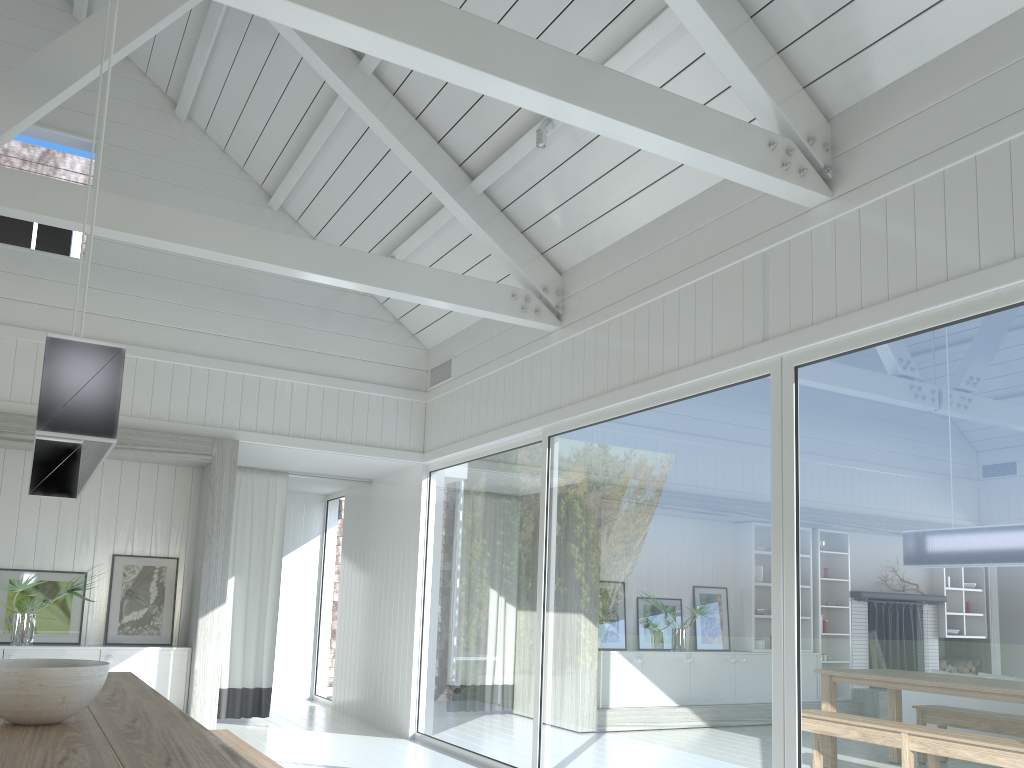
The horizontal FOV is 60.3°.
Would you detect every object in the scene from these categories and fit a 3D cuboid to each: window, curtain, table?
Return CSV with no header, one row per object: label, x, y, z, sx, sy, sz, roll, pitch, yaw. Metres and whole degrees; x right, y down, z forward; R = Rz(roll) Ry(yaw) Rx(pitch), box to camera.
window,-2.064,2.441,10.119,0.038,2.390,0.956,7,-10,-28
curtain,-2.674,1.940,8.311,1.012,2.334,0.117,7,-10,-28
table,-1.707,1.532,3.115,0.911,0.750,2.985,8,-15,-28
window,1.826,0.832,3.133,0.081,2.381,11.063,7,-14,-28

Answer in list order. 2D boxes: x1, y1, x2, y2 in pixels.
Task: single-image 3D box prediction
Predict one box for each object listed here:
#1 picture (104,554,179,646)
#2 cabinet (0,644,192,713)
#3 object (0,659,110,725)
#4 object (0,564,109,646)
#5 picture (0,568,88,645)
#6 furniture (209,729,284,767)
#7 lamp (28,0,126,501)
picture,-2.927,1.714,6.987,0.498,0.693,0.066,8,-10,-29
cabinet,-4.031,2.140,6.325,3.202,0.542,0.661,10,-14,-28
object,-1.501,0.981,2.804,0.393,0.182,0.393,12,-16,-37
object,-3.453,1.576,6.370,0.978,0.619,0.629,10,-13,-31
picture,-3.561,1.681,6.643,0.613,0.544,0.054,8,-10,-29
furniture,-1.034,1.791,3.460,0.342,0.463,2.713,8,-15,-28
lamp,-1.574,-1.726,3.525,0.201,4.177,1.927,7,-10,-28
